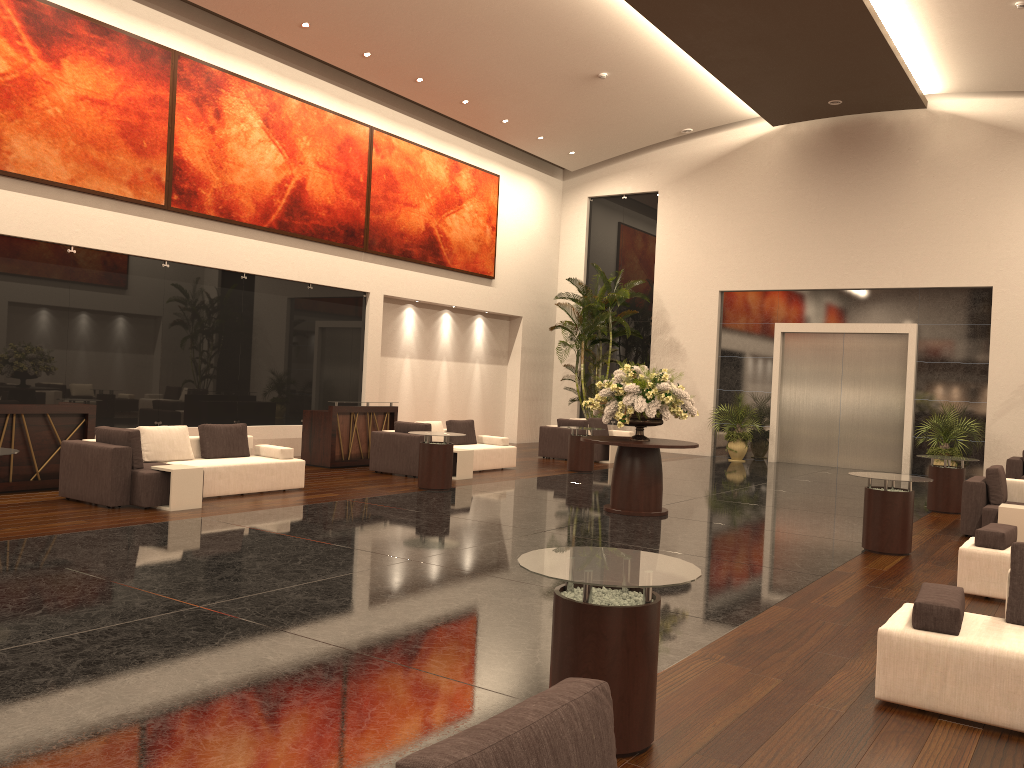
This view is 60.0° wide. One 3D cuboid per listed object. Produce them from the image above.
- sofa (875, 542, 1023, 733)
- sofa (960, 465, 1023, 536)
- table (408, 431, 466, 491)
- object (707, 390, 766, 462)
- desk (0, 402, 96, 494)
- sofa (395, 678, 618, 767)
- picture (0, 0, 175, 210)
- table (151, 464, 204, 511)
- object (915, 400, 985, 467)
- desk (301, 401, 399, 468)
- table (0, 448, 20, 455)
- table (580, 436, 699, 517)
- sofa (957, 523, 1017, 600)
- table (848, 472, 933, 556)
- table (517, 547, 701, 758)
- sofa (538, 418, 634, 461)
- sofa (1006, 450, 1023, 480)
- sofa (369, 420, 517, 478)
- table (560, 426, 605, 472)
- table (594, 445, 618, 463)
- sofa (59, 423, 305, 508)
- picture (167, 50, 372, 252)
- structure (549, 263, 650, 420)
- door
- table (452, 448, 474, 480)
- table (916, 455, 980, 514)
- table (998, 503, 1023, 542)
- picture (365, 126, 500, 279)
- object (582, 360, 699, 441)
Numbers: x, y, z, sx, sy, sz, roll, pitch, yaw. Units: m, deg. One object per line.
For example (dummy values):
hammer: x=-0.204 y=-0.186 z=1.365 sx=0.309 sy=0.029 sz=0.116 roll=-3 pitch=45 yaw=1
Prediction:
sofa: x=2.628 y=1.302 z=3.415 sx=2.586 sy=0.862 sz=3.366 roll=3 pitch=0 yaw=34
sofa: x=6.802 y=1.477 z=10.207 sx=2.846 sy=0.862 sz=1.291 roll=3 pitch=0 yaw=34
table: x=-1.097 y=1.111 z=12.781 sx=0.833 sy=0.795 sz=0.844 roll=3 pitch=0 yaw=-5
object: x=5.261 y=0.948 z=20.545 sx=1.373 sy=1.682 sz=1.297 roll=3 pitch=0 yaw=-23
desk: x=-6.312 y=0.742 z=10.364 sx=0.700 sy=1.043 sz=2.606 roll=3 pitch=0 yaw=34
sofa: x=0.921 y=1.227 z=1.417 sx=2.846 sy=0.862 sz=1.291 roll=3 pitch=0 yaw=34
picture: x=-6.663 y=-4.067 z=12.137 sx=0.070 sy=2.526 sz=4.515 roll=3 pitch=0 yaw=34
table: x=-3.779 y=1.162 z=9.985 sx=0.400 sy=0.460 sz=0.400 roll=3 pitch=0 yaw=34
object: x=8.827 y=1.133 z=18.091 sx=1.373 sy=1.682 sz=1.297 roll=3 pitch=0 yaw=-18
desk: x=-2.802 y=0.856 z=15.553 sx=0.760 sy=1.114 sz=1.634 roll=3 pitch=0 yaw=34
table: x=-4.651 y=0.960 z=7.470 sx=0.844 sy=0.795 sz=0.833 roll=3 pitch=0 yaw=-17
table: x=1.617 y=1.187 z=11.445 sx=1.498 sy=0.921 sz=1.498 roll=3 pitch=0 yaw=25
sofa: x=5.587 y=1.428 z=7.870 sx=2.586 sy=0.862 sz=3.366 roll=3 pitch=0 yaw=34
table: x=3.978 y=1.375 z=9.378 sx=0.833 sy=0.795 sz=0.844 roll=3 pitch=0 yaw=-5
table: x=0.424 y=1.224 z=4.066 sx=0.844 sy=0.795 sz=0.833 roll=3 pitch=0 yaw=-17
sofa: x=1.882 y=1.196 z=19.613 sx=1.291 sy=0.862 sz=2.846 roll=3 pitch=0 yaw=34
sofa: x=9.956 y=1.611 z=14.921 sx=2.846 sy=0.862 sz=1.291 roll=3 pitch=0 yaw=34
sofa: x=-1.003 y=1.073 z=15.300 sx=1.291 sy=0.862 sz=2.846 roll=3 pitch=0 yaw=34
table: x=1.282 y=1.212 z=16.388 sx=0.833 sy=0.795 sz=0.844 roll=3 pitch=0 yaw=-5
table: x=1.982 y=1.407 z=18.596 sx=0.400 sy=0.460 sz=0.400 roll=3 pitch=0 yaw=34
sofa: x=-3.879 y=0.951 z=11.001 sx=1.291 sy=0.862 sz=2.846 roll=3 pitch=0 yaw=34
picture: x=-4.152 y=-3.960 z=15.891 sx=0.070 sy=2.526 sz=4.515 roll=3 pitch=0 yaw=34
structure: x=2.153 y=-0.678 z=22.170 sx=2.436 sy=4.611 sz=2.531 roll=3 pitch=0 yaw=6
door: x=7.451 y=0.370 z=20.082 sx=2.767 sy=3.048 sz=0.040 roll=3 pitch=0 yaw=34
table: x=-0.903 y=1.285 z=14.284 sx=0.400 sy=0.460 sz=0.400 roll=3 pitch=0 yaw=34
table: x=6.357 y=1.475 z=12.985 sx=0.833 sy=0.795 sz=0.844 roll=3 pitch=0 yaw=-5
table: x=5.776 y=1.630 z=10.098 sx=0.400 sy=0.460 sz=0.400 roll=3 pitch=0 yaw=34
picture: x=-1.638 y=-3.853 z=19.648 sx=0.070 sy=2.526 sz=4.515 roll=3 pitch=0 yaw=34
object: x=1.687 y=0.181 z=11.425 sx=1.453 sy=1.097 sz=1.402 roll=3 pitch=0 yaw=-10
